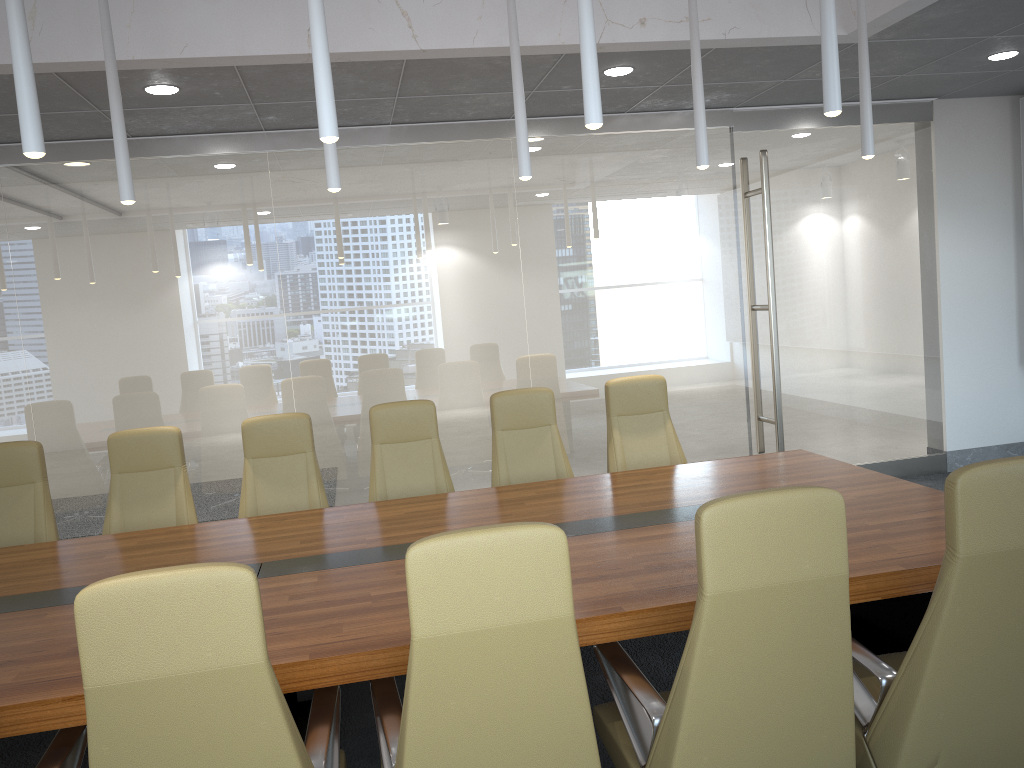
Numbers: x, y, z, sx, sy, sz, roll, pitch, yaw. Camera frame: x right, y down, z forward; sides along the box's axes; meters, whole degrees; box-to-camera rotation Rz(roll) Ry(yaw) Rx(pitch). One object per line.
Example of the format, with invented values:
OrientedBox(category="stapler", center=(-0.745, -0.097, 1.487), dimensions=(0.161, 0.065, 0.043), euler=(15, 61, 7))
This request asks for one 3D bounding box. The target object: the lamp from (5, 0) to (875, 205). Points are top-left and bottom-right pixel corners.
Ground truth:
OrientedBox(category="lamp", center=(-1.376, -2.058, 3.683), dimensions=(7.258, 2.378, 2.619), euler=(-6, 6, -10))

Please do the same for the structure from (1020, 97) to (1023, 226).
OrientedBox(category="structure", center=(-1.254, -0.475, 3.887), dimensions=(13.989, 2.466, 6.600), euler=(-6, 6, -10))

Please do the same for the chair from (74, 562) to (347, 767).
OrientedBox(category="chair", center=(-0.885, 1.124, 2.704), dimensions=(0.711, 1.406, 0.955), euler=(-6, 6, -10))

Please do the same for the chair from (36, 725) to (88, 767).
OrientedBox(category="chair", center=(-1.683, 1.206, 2.562), dimensions=(0.711, 1.406, 0.955), euler=(-6, 6, -10))

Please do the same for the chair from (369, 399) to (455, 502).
OrientedBox(category="chair", center=(-0.572, 0.841, 5.396), dimensions=(0.711, 1.406, 0.955), euler=(-6, 6, -10))

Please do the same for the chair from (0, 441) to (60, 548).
OrientedBox(category="chair", center=(-2.927, 1.083, 4.976), dimensions=(0.711, 1.406, 0.955), euler=(-6, 6, -10))

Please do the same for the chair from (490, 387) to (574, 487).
OrientedBox(category="chair", center=(0.207, 0.761, 5.535), dimensions=(0.711, 1.406, 0.955), euler=(-6, 6, -10))

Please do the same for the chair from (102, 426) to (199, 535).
OrientedBox(category="chair", center=(-2.135, 1.002, 5.117), dimensions=(0.711, 1.406, 0.955), euler=(-6, 6, -10))

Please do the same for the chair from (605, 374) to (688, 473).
OrientedBox(category="chair", center=(0.992, 0.674, 5.744), dimensions=(0.711, 1.406, 0.955), euler=(-6, 6, -10))

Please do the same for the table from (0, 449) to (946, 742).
OrientedBox(category="table", center=(-1.090, 1.276, 4.000), dimensions=(6.500, 0.895, 2.300), euler=(-6, 6, -10))

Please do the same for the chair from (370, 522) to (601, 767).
OrientedBox(category="chair", center=(-0.097, 1.044, 2.844), dimensions=(0.711, 1.406, 0.955), euler=(-6, 6, -10))

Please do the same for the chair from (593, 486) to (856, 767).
OrientedBox(category="chair", center=(0.695, 0.962, 2.985), dimensions=(0.711, 1.406, 0.955), euler=(-6, 6, -10))

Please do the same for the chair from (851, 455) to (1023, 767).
OrientedBox(category="chair", center=(1.464, 0.883, 3.122), dimensions=(0.711, 1.406, 0.955), euler=(-6, 6, -10))

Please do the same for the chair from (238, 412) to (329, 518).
OrientedBox(category="chair", center=(-1.356, 0.922, 5.256), dimensions=(0.711, 1.406, 0.955), euler=(-6, 6, -10))
